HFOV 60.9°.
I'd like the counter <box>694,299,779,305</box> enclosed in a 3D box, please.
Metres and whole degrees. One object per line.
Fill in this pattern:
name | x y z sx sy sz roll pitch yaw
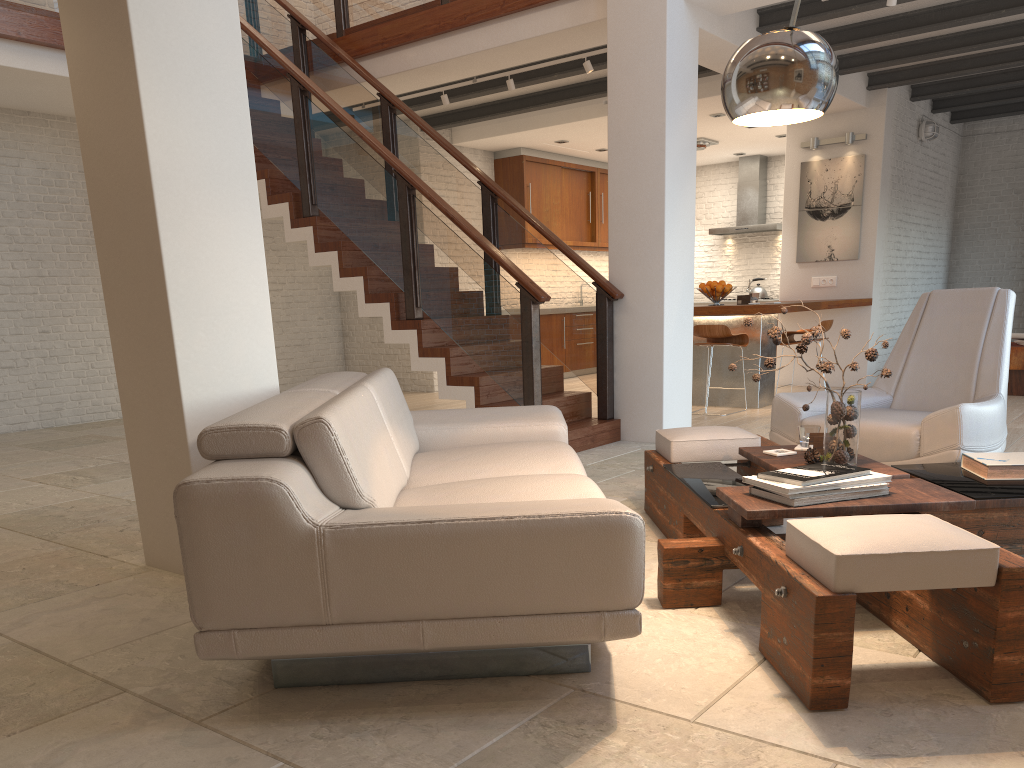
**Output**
counter | 2.257 -1.023 11.490 3.489 0.072 3.254 2 7 38

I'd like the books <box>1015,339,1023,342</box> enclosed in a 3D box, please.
books | 4.923 -0.410 8.204 0.252 0.011 0.308 -1 5 12

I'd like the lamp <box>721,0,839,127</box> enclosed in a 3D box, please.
lamp | 1.005 -0.362 1.791 0.318 2.434 1.964 -6 12 -16

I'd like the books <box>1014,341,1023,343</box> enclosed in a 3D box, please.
books | 4.929 -0.400 8.213 0.252 0.011 0.308 -1 5 7

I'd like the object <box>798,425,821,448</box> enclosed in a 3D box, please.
object | 1.216 0.215 3.572 0.091 0.088 0.088 -3 10 -2

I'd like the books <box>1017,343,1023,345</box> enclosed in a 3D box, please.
books | 4.938 -0.378 8.215 0.252 0.011 0.308 0 6 17

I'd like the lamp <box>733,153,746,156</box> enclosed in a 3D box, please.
lamp | 3.036 -3.086 11.629 0.122 0.057 0.121 3 9 38

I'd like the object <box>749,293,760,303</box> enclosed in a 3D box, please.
object | 2.163 -0.768 7.787 0.089 0.088 0.089 -10 13 -36

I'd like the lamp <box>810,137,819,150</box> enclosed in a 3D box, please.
lamp | 3.115 -2.479 8.984 0.079 0.108 0.077 -7 13 -23

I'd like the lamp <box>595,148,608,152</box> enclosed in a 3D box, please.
lamp | 1.127 -2.944 10.901 0.122 0.057 0.121 3 9 38

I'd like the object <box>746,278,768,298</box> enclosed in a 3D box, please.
object | 3.415 -1.331 12.088 0.259 0.285 0.256 -8 12 -30

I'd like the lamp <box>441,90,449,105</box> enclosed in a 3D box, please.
lamp | -0.600 -2.557 7.811 0.060 0.134 0.084 9 16 39

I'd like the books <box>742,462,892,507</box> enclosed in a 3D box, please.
books | 0.977 0.316 2.779 0.398 0.077 0.243 -4 7 -19

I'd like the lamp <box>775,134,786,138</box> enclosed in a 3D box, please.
lamp | 3.227 -2.978 10.402 0.122 0.057 0.121 3 9 38

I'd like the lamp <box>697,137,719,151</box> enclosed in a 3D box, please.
lamp | 2.216 -2.860 10.640 0.446 0.177 0.439 3 8 38

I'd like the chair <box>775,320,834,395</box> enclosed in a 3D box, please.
chair | 2.618 -0.171 7.743 0.417 0.803 0.393 8 16 37

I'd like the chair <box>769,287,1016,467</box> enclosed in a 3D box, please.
chair | 1.967 0.063 4.268 0.957 1.053 1.005 -10 13 -35

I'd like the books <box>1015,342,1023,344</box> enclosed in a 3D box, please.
books | 4.945 -0.391 8.226 0.252 0.011 0.308 -1 5 7

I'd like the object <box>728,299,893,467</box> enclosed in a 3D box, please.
object | 1.062 0.002 3.167 0.542 0.630 0.304 0 13 9

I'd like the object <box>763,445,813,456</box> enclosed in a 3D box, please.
object | 1.154 0.259 3.529 0.271 0.036 0.240 -1 6 10

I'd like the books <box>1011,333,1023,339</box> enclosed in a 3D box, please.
books | 4.961 -0.431 8.268 0.271 0.113 0.313 -5 7 -19

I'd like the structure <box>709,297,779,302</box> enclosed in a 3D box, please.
structure | 3.286 -1.195 12.350 0.804 0.033 0.576 2 7 38

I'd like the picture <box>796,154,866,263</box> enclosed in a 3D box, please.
picture | 3.315 -1.810 9.098 0.647 1.053 0.019 7 17 36

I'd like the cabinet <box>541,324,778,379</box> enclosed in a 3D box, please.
cabinet | 2.244 -1.596 11.789 4.782 2.941 2.183 -2 11 3

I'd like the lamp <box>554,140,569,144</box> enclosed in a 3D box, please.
lamp | 0.582 -2.860 10.227 0.122 0.057 0.121 3 9 38

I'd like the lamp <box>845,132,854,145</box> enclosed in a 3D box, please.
lamp | 3.396 -2.470 8.772 0.079 0.108 0.077 -7 13 -23

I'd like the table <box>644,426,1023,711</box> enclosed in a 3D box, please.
table | 1.473 0.475 3.185 1.970 0.445 2.133 -2 6 -1

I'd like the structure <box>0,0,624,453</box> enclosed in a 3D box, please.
structure | 0.758 -1.744 6.613 10.058 4.292 13.528 3 8 38

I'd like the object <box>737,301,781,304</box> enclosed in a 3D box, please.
object | 2.189 -0.734 7.820 0.391 0.036 0.194 3 7 41

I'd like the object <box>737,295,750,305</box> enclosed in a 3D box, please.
object | 2.111 -0.766 7.922 0.094 0.085 0.111 -3 9 -7

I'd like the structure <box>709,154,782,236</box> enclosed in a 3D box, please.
structure | 3.280 -2.608 12.025 0.975 1.029 0.445 6 15 37

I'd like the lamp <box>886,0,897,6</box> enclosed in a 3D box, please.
lamp | 2.415 -2.459 5.532 0.059 0.134 0.083 0 12 8

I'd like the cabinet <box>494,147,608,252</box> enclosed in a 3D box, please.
cabinet | 0.996 -2.431 12.037 0.456 1.206 3.263 9 12 38

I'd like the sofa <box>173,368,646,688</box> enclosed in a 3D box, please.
sofa | -0.272 0.370 3.217 1.143 0.782 2.253 -2 6 -2

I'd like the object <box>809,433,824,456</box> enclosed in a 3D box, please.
object | 1.227 0.241 3.435 0.094 0.085 0.110 0 9 10

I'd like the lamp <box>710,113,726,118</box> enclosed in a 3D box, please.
lamp | 2.136 -2.810 9.053 0.122 0.057 0.121 3 9 38

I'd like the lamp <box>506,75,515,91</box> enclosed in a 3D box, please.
lamp | -0.011 -2.538 7.367 0.060 0.134 0.084 9 16 39

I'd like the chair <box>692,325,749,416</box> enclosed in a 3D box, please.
chair | 1.809 -0.135 7.698 0.400 0.803 0.411 8 16 37

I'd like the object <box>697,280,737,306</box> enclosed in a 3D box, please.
object | 1.895 -0.843 8.072 0.366 0.230 0.351 -2 8 3

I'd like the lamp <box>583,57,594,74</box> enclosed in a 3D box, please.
lamp | 0.602 -2.517 6.895 0.087 0.134 0.057 -2 13 -2

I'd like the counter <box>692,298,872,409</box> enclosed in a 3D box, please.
counter | 2.334 -0.331 8.740 1.669 0.953 2.437 4 9 38

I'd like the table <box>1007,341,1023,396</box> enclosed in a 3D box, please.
table | 5.202 -0.196 8.740 1.063 0.463 1.793 4 9 44

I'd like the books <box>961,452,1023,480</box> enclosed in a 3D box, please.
books | 1.857 0.297 3.183 0.327 0.058 0.246 -1 6 8
